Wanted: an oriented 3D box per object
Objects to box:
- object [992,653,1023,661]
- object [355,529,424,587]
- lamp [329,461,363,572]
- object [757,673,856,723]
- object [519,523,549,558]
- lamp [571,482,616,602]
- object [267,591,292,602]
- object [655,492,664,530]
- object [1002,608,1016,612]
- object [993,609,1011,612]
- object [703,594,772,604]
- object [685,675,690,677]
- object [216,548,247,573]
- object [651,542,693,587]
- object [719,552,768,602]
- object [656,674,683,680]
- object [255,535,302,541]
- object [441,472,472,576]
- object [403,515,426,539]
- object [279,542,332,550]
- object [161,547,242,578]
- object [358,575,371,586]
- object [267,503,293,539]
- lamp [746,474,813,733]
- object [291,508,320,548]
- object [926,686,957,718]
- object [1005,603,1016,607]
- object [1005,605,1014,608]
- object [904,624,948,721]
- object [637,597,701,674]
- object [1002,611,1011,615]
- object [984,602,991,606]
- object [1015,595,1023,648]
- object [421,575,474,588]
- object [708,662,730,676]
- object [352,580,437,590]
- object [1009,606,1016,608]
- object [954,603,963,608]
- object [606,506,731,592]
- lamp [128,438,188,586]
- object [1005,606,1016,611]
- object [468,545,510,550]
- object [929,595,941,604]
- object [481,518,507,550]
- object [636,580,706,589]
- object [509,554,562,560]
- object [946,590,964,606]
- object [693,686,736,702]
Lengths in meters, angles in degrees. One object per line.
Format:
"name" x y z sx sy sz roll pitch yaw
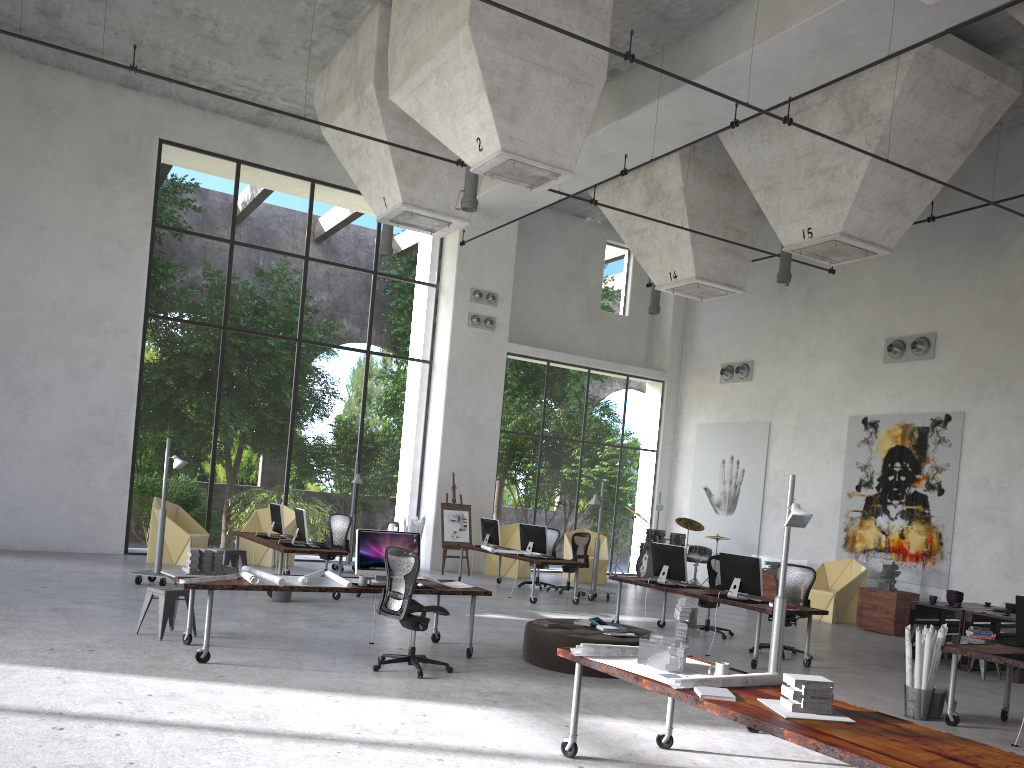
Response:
"object" 4.806 2.458 7.721 0.692 0.008 0.849 9 -8 -28
"object" -1.269 1.819 9.204 0.719 0.553 0.376 7 -3 -28
"lamp" -3.096 2.563 16.991 0.582 2.152 0.593 5 0 -30
"object" 1.630 1.719 4.863 0.389 0.182 0.418 6 -6 -4
"object" 0.431 2.745 15.352 0.380 0.552 0.712 6 -4 -38
"lamp" 1.555 2.841 15.928 0.599 2.152 0.576 5 0 -30
"object" -3.239 2.885 12.299 0.297 0.298 0.396 7 -5 -36
"object" 3.464 3.669 21.117 0.579 2.152 0.597 5 0 5
"object" 6.812 3.078 11.911 0.294 0.024 0.298 0 -9 37
"object" 6.567 3.041 11.787 0.236 0.019 0.234 10 -9 -34
"object" 2.900 2.705 11.030 0.692 0.008 0.849 9 -8 -28
"object" 1.136 1.842 5.501 0.011 0.010 0.126 9 -8 -44
"object" -4.393 2.840 13.664 0.479 0.532 0.454 8 -4 -45
"object" 2.240 2.511 12.211 0.379 0.552 0.714 6 -4 -28
"object" 2.922 2.422 11.026 0.379 0.552 0.714 6 -4 -28
"object" 1.002 1.825 5.452 0.134 0.008 0.204 7 -7 -18
"object" -3.816 2.538 14.454 0.692 0.008 0.849 9 -8 -28
"object" -1.214 2.925 18.429 0.698 2.144 0.681 5 0 -29
"object" -2.089 3.343 18.537 0.438 1.209 0.415 5 0 38
"object" -3.123 2.447 13.246 0.691 0.008 0.850 8 -8 -23
"object" -2.986 1.728 8.614 0.742 0.304 0.433 10 -7 -40
"object" -1.483 1.987 8.860 0.123 0.100 0.088 5 -3 -1
"object" -3.794 2.255 14.450 0.379 0.552 0.714 6 -4 -28
"lamp" 2.258 1.831 7.387 0.580 2.152 0.595 5 0 -5
"object" -3.102 2.165 13.243 0.379 0.552 0.715 6 -4 -23
"object" 4.077 3.055 8.474 0.396 0.298 0.297 4 -3 14
"object" 6.813 3.018 11.915 0.230 0.058 0.228 9 -8 -30
"object" 6.814 3.042 11.908 0.231 0.063 0.228 10 -8 -34
"object" 3.888 2.707 8.317 0.320 0.937 0.341 5 0 -12
"object" 1.030 1.648 5.787 0.360 0.520 0.496 5 -3 6
"object" 6.353 2.944 11.293 0.137 0.056 0.117 1 -7 36
"object" 6.772 3.131 12.484 0.138 0.056 0.117 7 -6 -14
"object" 4.827 2.176 7.718 0.379 0.552 0.714 6 -4 -28
"object" -0.704 2.142 9.520 0.473 0.086 0.436 9 -8 -26
"object" 1.320 1.825 5.594 0.123 0.100 0.088 5 -3 -1
"object" -1.294 2.101 9.204 0.854 0.008 0.688 9 -8 -28
"object" 6.817 3.030 11.911 0.230 0.063 0.229 10 -8 -34
"object" 6.012 2.980 11.822 0.139 0.056 0.116 11 -8 -44
"object" 3.570 3.689 19.587 2.961 1.741 1.897 0 -6 44
"lamp" -5.095 1.858 12.812 0.596 2.152 0.579 5 0 3
"object" 6.812 3.057 11.910 0.228 0.047 0.231 3 -7 20
"object" -0.365 3.128 16.700 0.692 0.008 0.849 9 -8 -28
"object" 5.781 2.959 12.031 0.101 0.109 0.129 7 -4 -38
"object" -0.343 2.845 16.697 0.379 0.552 0.714 6 -4 -28
"object" 2.218 2.794 12.215 0.692 0.008 0.849 9 -8 -28
"object" 0.409 3.028 15.356 0.693 0.008 0.847 11 -9 -38
"object" 6.115 2.952 12.131 0.215 0.214 0.193 7 -3 -29
"object" 1.167 1.786 5.071 0.200 0.023 0.237 5 -7 1
